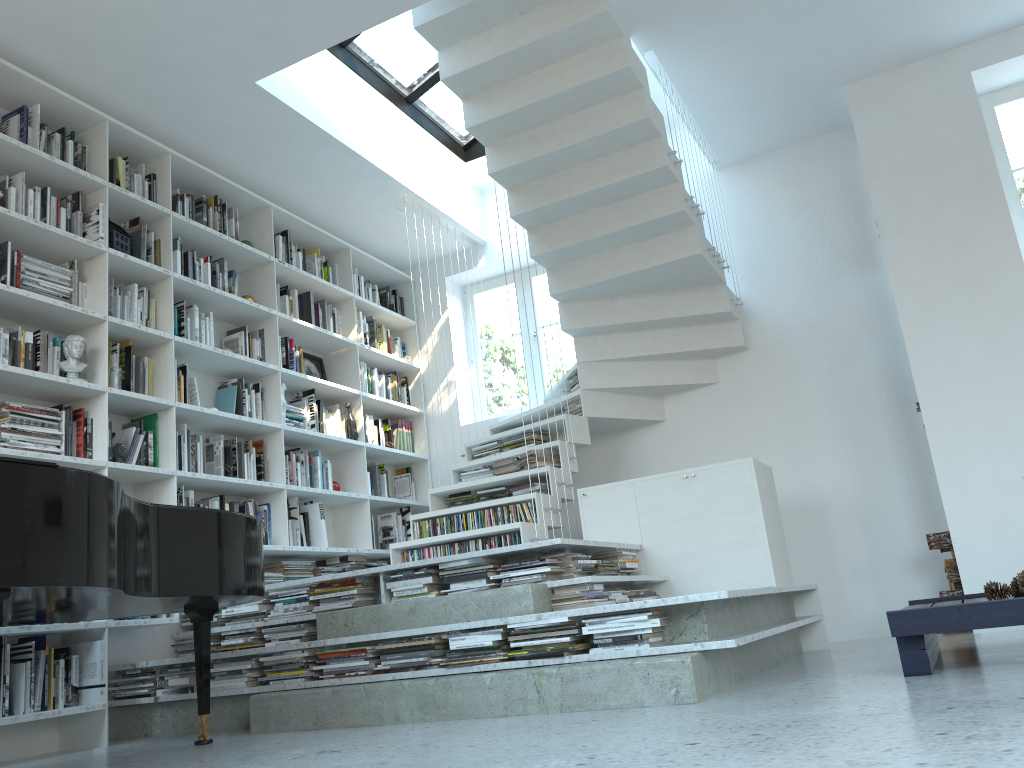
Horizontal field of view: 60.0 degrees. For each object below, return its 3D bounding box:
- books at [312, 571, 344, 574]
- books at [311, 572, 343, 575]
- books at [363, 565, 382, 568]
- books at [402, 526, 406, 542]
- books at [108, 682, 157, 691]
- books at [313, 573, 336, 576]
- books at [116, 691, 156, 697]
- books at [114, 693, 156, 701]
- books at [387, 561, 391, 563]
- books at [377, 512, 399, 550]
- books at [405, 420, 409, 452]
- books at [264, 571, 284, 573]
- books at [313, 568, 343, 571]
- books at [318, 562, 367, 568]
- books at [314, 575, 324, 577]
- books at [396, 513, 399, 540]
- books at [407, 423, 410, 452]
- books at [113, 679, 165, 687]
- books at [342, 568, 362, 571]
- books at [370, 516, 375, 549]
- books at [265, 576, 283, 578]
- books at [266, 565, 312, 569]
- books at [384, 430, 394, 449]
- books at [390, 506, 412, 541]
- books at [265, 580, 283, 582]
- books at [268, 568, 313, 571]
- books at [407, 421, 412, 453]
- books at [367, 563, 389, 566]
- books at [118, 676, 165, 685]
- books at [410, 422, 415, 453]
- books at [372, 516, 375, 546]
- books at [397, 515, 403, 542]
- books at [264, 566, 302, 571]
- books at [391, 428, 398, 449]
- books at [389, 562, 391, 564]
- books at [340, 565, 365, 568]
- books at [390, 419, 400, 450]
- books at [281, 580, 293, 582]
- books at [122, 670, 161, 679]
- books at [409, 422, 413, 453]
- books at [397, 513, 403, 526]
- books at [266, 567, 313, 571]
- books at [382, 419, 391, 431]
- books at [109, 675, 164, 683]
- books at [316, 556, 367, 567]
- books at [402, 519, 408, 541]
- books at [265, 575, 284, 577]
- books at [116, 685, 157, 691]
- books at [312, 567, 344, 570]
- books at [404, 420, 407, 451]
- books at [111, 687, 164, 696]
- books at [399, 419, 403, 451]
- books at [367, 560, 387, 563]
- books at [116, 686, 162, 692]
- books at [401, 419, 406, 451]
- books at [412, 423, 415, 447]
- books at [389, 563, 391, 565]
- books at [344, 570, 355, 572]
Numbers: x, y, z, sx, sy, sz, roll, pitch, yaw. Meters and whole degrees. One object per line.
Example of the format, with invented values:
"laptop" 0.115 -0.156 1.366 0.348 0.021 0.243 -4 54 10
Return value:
"books" -1.213 1.238 5.795 0.207 0.008 0.328 -14 -17 26
"books" -1.204 1.245 5.789 0.207 0.008 0.328 -15 -17 29
"books" -1.035 1.278 6.146 0.200 0.018 0.316 -12 -16 20
"books" -0.852 1.141 6.459 0.176 0.188 0.024 -14 -16 24
"books" -1.750 1.435 4.229 0.278 0.012 0.177 -12 -16 20
"books" -1.214 1.254 5.792 0.206 0.007 0.368 -13 -17 23
"books" -1.741 1.471 4.229 0.233 0.009 0.155 -12 -16 19
"books" -1.739 1.483 4.227 0.241 0.015 0.172 -14 -17 24
"books" -0.870 1.314 6.509 0.159 0.009 0.285 -14 -17 24
"books" -0.892 1.077 6.390 0.159 0.284 0.012 -14 -16 24
"books" -0.880 0.443 6.885 0.169 0.292 0.018 -14 -16 24
"books" -1.528 1.110 5.178 0.193 0.007 0.346 -14 -17 26
"books" -1.206 1.221 5.795 0.206 0.007 0.368 -12 -16 19
"books" -1.124 1.210 5.906 0.285 0.012 0.160 -12 -16 20
"books" -1.210 1.261 5.789 0.207 0.008 0.328 -14 -17 26
"books" -0.894 1.086 6.423 0.159 0.284 0.012 -14 -16 24
"books" -0.876 0.447 6.902 0.169 0.292 0.018 -14 -16 24
"books" -1.750 1.425 4.233 0.211 0.009 0.188 -13 -17 23
"books" -1.123 1.243 5.893 0.196 0.019 0.173 -15 -17 29
"books" -1.025 1.033 6.075 0.183 0.233 0.014 -14 -16 24
"books" -1.517 1.137 5.167 0.193 0.007 0.346 -12 -16 19
"books" -1.377 1.134 5.477 0.161 0.005 0.254 -12 -16 19
"books" -0.970 0.449 6.655 0.191 0.180 0.024 -14 -16 24
"books" -0.811 1.081 6.537 0.185 0.335 0.010 -14 -16 24
"books" -1.516 1.159 5.162 0.195 0.008 0.308 -15 -17 29
"books" -1.378 1.149 5.471 0.159 0.005 0.285 -12 -16 20
"books" -0.863 0.449 6.916 0.169 0.292 0.018 -14 -16 24
"books" -1.042 1.262 6.153 0.198 0.017 0.354 -14 -17 26
"books" -1.741 1.419 4.257 0.258 0.013 0.136 -13 -16 22
"books" -0.842 0.455 6.946 0.169 0.292 0.018 -14 -16 24
"books" -1.018 1.035 6.095 0.151 0.237 0.030 -14 -16 24
"books" -0.868 1.095 6.432 0.169 0.265 0.031 -14 -16 24
"books" -1.380 1.140 5.477 0.159 0.005 0.285 -13 -16 21
"books" -0.948 0.454 6.738 0.167 0.216 0.089 -14 -16 24
"books" -0.867 1.322 6.505 0.161 0.009 0.254 -13 -17 23
"books" -1.122 1.228 5.903 0.243 0.015 0.165 -15 -17 27
"books" -0.936 0.425 6.784 0.169 0.290 0.073 -14 -16 24
"books" -1.368 1.220 5.455 0.159 0.007 0.285 -12 -16 20
"books" -1.742 1.393 4.267 0.231 0.017 0.133 -14 -17 25
"books" -0.859 0.454 6.934 0.169 0.292 0.018 -14 -16 24
"books" -0.851 1.099 6.495 0.141 0.287 0.047 -14 -16 24
"books" -1.378 1.145 5.475 0.161 0.005 0.254 -15 -17 28
"books" -0.988 0.414 6.700 0.170 0.277 0.026 -14 -16 24
"books" -1.757 1.401 4.232 0.243 0.013 0.191 -12 -16 20
"books" -1.134 1.180 5.900 0.267 0.035 0.205 -14 -17 25
"books" -0.836 1.128 6.521 0.140 0.242 0.024 -14 -16 24
"books" -1.526 1.132 5.173 0.193 0.007 0.346 -14 -17 26
"books" -1.740 1.447 4.245 0.287 0.005 0.139 -15 -17 27
"books" -1.215 1.216 5.800 0.206 0.007 0.368 -14 -17 26
"books" -0.892 0.440 6.870 0.169 0.292 0.018 -14 -16 24
"books" -1.747 1.459 4.224 0.262 0.012 0.180 -15 -17 27
"books" -0.919 0.429 6.817 0.169 0.293 0.033 -14 -16 24
"books" -1.049 1.247 6.160 0.198 0.017 0.354 -14 -17 24
"books" -1.737 1.454 4.246 0.291 0.008 0.122 -12 -16 19
"books" -0.896 0.431 6.833 0.169 0.292 0.018 -14 -16 24
"books" -0.843 0.461 6.966 0.169 0.292 0.018 -14 -16 24
"books" -0.868 1.331 6.504 0.159 0.009 0.285 -14 -17 24
"books" -1.117 1.258 5.896 0.283 0.010 0.169 -13 -17 23
